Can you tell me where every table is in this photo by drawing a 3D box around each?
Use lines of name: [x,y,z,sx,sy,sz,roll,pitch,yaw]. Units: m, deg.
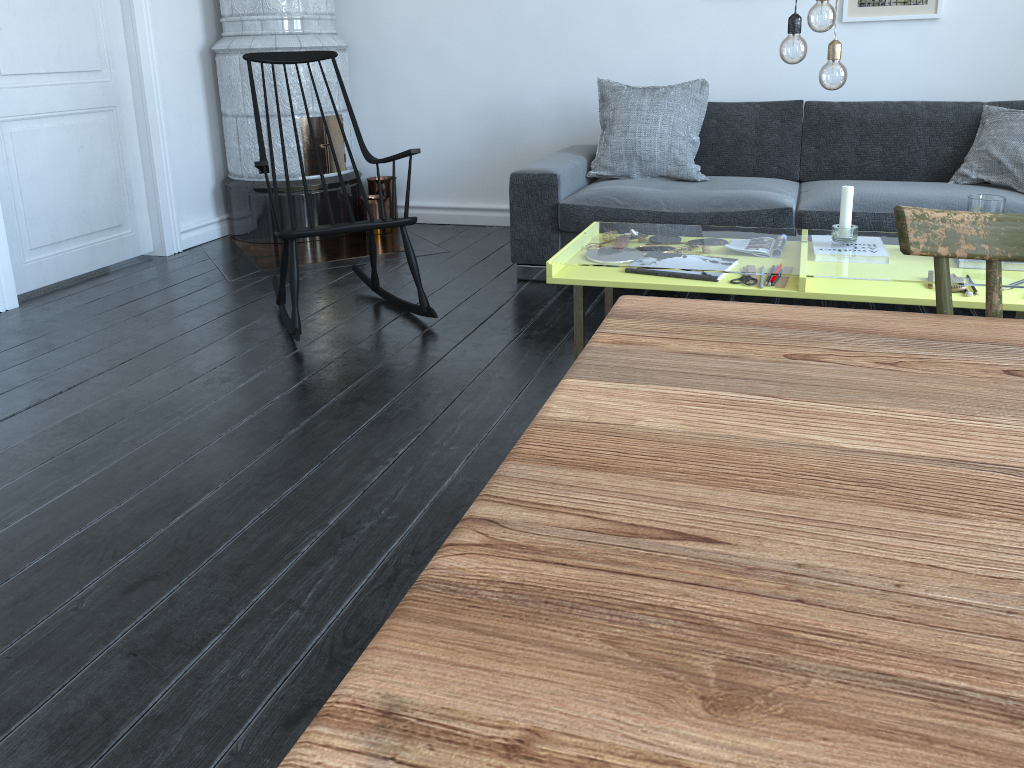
table: [1.034,0.515,0.311,2.232,0.694,1.050,5,20,18]
table: [0.861,-0.207,2.631,1.404,0.387,0.619,5,21,18]

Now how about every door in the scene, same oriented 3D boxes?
door: [-2.011,-1.654,3.820,0.116,2.399,1.204,3,17,18]

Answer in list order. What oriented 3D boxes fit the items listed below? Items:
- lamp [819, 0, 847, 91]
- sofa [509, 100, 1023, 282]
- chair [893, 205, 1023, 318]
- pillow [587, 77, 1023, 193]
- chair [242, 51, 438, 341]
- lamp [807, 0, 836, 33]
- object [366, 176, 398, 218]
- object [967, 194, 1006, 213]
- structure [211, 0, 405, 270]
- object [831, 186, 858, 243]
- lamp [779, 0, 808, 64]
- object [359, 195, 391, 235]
lamp: [0.855,-1.505,2.226,0.075,1.452,0.090,12,20,41]
sofa: [1.266,-0.864,3.875,2.378,0.701,1.119,5,21,18]
chair: [0.587,0.283,0.803,0.468,0.802,0.500,3,18,17]
pillow: [1.355,-1.118,3.891,2.063,0.477,0.492,7,20,22]
chair: [-0.722,-0.774,3.416,0.617,0.974,0.929,-10,20,-25]
lamp: [0.809,-1.644,2.175,0.075,1.452,0.076,-8,17,-23]
object: [-0.752,-1.061,5.136,0.173,0.272,0.181,4,18,18]
object: [1.360,-0.467,2.538,0.098,0.141,0.100,-8,18,-20]
structure: [-1.173,-2.170,4.539,0.784,2.802,1.300,-9,18,-25]
object: [1.006,-0.515,2.653,0.075,0.168,0.076,-13,20,-35]
lamp: [0.753,-1.577,2.227,0.075,1.452,0.088,-7,16,-19]
object: [-0.768,-0.955,4.970,0.174,0.193,0.177,1,18,8]
